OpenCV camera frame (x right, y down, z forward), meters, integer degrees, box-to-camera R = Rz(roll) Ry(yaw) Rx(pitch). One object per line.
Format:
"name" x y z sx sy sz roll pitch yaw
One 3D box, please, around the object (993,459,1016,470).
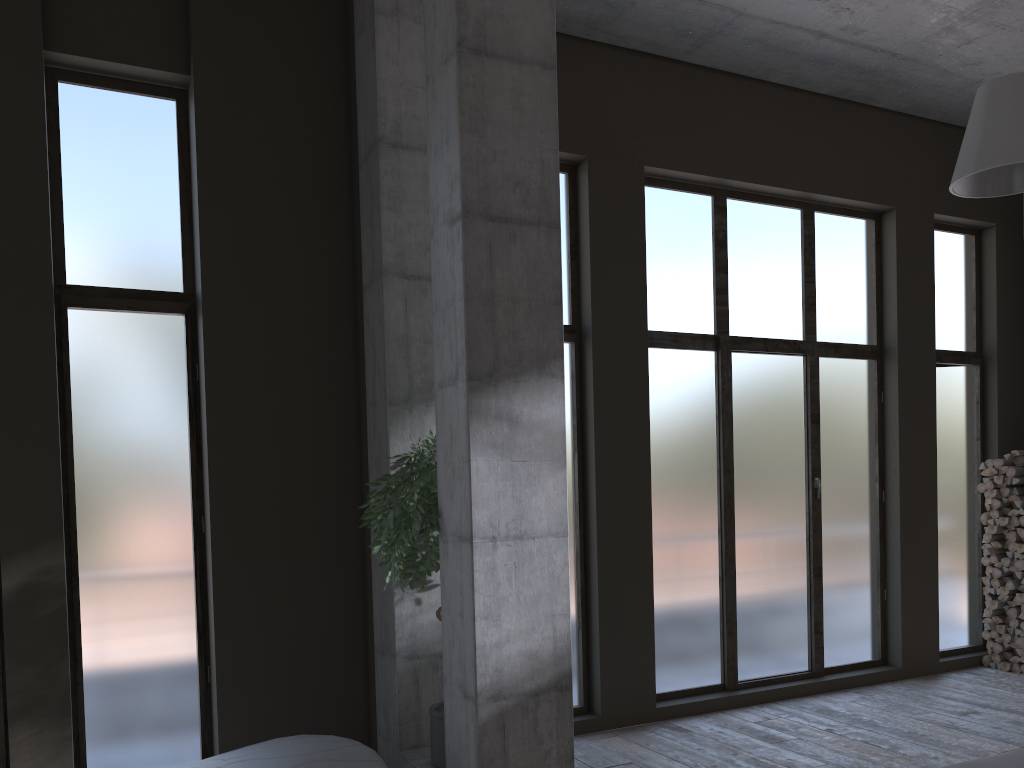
"object" 4.678 0.756 8.269 0.292 0.103 0.104 1 -4 -27

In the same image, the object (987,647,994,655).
"object" 4.666 2.552 8.428 0.251 0.073 0.045 2 -2 -27

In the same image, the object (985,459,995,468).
"object" 4.713 0.763 8.388 0.455 0.090 0.091 2 -4 -28

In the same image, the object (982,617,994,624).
"object" 4.725 2.277 8.492 0.363 0.068 0.122 2 -6 -27

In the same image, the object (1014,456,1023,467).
"object" 4.848 0.727 8.225 0.294 0.108 0.100 1 -3 -25

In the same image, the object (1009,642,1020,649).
"object" 4.853 2.436 8.247 0.363 0.068 0.122 2 -6 -25

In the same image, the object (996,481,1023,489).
"object" 4.766 0.954 8.285 0.435 0.079 0.115 2 -5 -27

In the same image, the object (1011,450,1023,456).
"object" 4.817 0.649 8.211 0.332 0.056 0.088 2 -5 -27

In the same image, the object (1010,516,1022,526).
"object" 4.854 1.280 8.220 0.455 0.089 0.091 2 -4 -27

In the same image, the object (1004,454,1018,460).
"object" 4.768 0.693 8.256 0.359 0.073 0.065 2 -3 -28

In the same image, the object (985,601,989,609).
"object" 4.716 2.114 8.436 0.422 0.067 0.067 2 -4 -27

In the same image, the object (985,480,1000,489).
"object" 4.695 0.960 8.361 0.455 0.089 0.091 2 -4 -27

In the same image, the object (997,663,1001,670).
"object" 4.806 2.684 8.398 0.422 0.067 0.067 2 -4 -27

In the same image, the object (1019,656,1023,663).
"object" 4.903 2.550 8.200 0.422 0.073 0.071 2 -4 -27

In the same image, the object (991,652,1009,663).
"object" 4.793 2.609 8.432 0.437 0.093 0.093 2 -4 -27

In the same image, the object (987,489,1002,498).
"object" 4.718 1.034 8.336 0.479 0.084 0.094 2 -4 -27

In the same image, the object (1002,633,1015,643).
"object" 4.821 2.388 8.303 0.455 0.089 0.091 2 -4 -28

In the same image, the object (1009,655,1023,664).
"object" 4.886 2.585 8.278 0.435 0.079 0.115 2 -5 -27

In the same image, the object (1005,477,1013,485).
"object" 4.782 0.906 8.220 0.422 0.066 0.068 2 -4 -27

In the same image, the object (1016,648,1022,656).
"object" 4.882 2.499 8.222 0.425 0.085 0.067 2 -3 -29

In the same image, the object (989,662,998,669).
"object" 4.771 2.692 8.471 0.422 0.067 0.067 2 -4 -27

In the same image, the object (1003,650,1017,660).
"object" 4.851 2.585 8.373 0.362 0.086 0.102 2 -4 -27

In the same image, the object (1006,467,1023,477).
"object" 4.791 0.821 8.180 0.437 0.093 0.094 2 -4 -27

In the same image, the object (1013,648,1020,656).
"object" 4.905 2.521 8.334 0.291 0.102 0.104 1 -4 -27

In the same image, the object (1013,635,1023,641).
"object" 4.878 2.370 8.253 0.423 0.071 0.067 2 -4 -27

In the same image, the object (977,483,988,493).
"object" 4.661 0.995 8.442 0.437 0.092 0.092 2 -4 -27

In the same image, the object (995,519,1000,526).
"object" 4.769 1.310 8.356 0.422 0.067 0.067 2 -4 -27

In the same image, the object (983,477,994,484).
"object" 4.686 0.925 8.424 0.425 0.086 0.066 2 -3 -28

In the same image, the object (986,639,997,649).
"object" 4.732 2.507 8.480 0.292 0.103 0.101 1 -3 -25

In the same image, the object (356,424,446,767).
"object" -0.359 1.126 4.724 1.002 1.863 0.966 -2 0 30

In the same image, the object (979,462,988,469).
"object" 4.659 0.785 8.432 0.422 0.069 0.067 2 -4 -27

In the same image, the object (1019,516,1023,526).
"object" 4.888 1.262 8.140 0.437 0.092 0.092 2 -4 -27

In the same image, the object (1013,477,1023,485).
"object" 4.817 0.895 8.148 0.422 0.067 0.066 2 -4 -27

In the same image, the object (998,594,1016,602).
"object" 4.796 2.014 8.315 0.435 0.079 0.115 2 -5 -27

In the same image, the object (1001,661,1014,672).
"object" 4.838 2.665 8.329 0.479 0.084 0.094 2 -4 -27

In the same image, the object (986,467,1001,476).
"object" 4.698 0.830 8.333 0.435 0.080 0.113 2 -5 -27

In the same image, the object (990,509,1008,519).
"object" 4.756 1.234 8.390 0.437 0.093 0.093 2 -4 -27

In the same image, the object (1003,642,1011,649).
"object" 4.813 2.462 8.340 0.359 0.074 0.064 2 -3 -28

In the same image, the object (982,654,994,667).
"object" 4.709 2.671 8.512 0.363 0.125 0.064 2 -1 -28

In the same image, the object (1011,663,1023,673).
"object" 4.892 2.655 8.262 0.455 0.089 0.091 2 -4 -27

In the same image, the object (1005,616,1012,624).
"object" 4.855 2.227 8.334 0.362 0.086 0.102 1 -4 -25

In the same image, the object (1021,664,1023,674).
"object" 4.926 2.636 8.182 0.437 0.092 0.092 2 -4 -27

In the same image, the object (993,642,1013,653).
"object" 4.734 2.505 8.376 0.294 0.107 0.099 1 -3 -25

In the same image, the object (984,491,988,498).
"object" 4.686 1.053 8.405 0.422 0.067 0.067 2 -4 -27

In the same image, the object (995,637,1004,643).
"object" 4.762 2.429 8.382 0.332 0.057 0.089 2 -5 -27

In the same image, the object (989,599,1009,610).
"object" 4.747 2.094 8.367 0.479 0.084 0.094 2 -4 -27
